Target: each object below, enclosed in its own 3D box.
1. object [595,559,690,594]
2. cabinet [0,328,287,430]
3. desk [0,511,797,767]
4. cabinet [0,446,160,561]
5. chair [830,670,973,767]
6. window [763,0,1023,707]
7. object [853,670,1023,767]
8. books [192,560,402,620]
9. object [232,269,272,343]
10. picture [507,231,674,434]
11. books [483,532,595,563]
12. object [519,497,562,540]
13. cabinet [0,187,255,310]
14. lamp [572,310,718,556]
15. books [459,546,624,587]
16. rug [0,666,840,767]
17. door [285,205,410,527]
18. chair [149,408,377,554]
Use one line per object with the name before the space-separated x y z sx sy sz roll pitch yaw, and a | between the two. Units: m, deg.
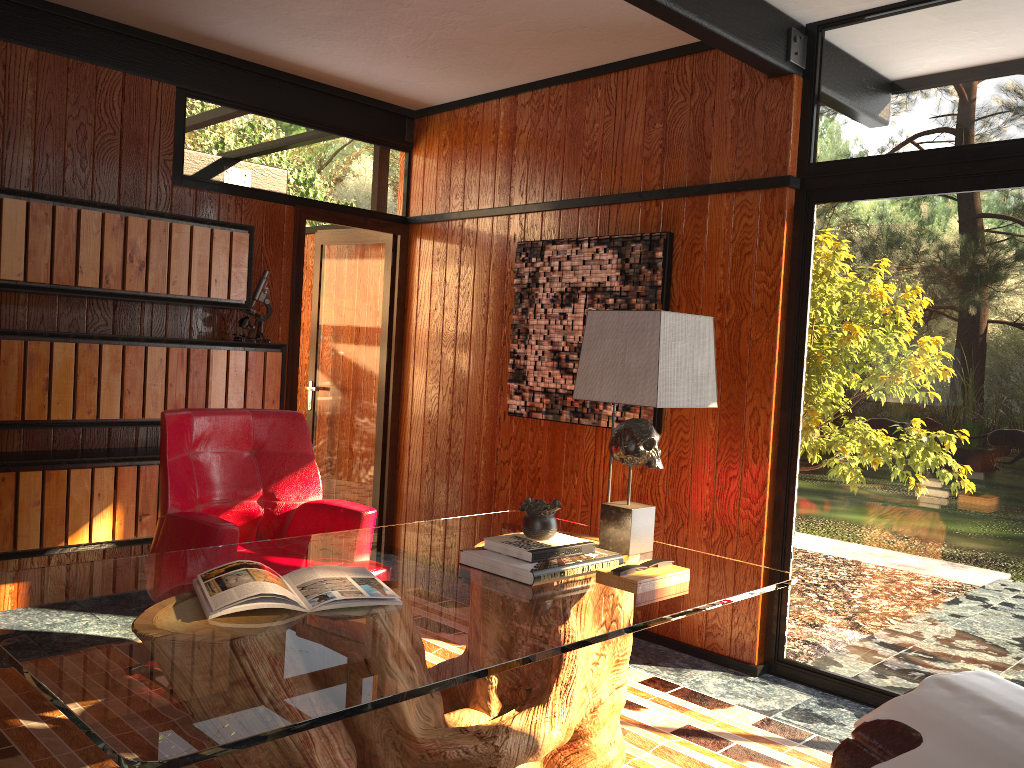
object | 0.350 0.502 2.358 0.238 0.049 0.135 1 3 -45
cabinet | -1.782 -0.020 3.807 1.653 0.390 0.321 1 3 -45
desk | -0.258 0.811 2.281 1.900 0.632 1.150 1 3 -45
cabinet | -1.952 0.490 3.685 1.653 0.390 0.321 1 3 -45
chair | 1.294 0.791 1.850 1.298 0.886 0.593 3 2 -17
window | 1.903 -0.054 2.763 0.085 2.580 2.260 1 3 -45
object | 1.167 0.921 1.791 0.897 0.489 0.713 4 2 13
books | -0.503 0.464 2.063 0.422 0.049 0.300 2 2 -26
object | -1.239 -0.378 4.259 0.181 0.354 0.142 3 2 -9
picture | 0.328 -0.247 4.131 0.061 0.873 0.916 1 3 -45
books | 0.076 0.452 2.483 0.249 0.029 0.198 1 3 -43
object | 0.078 0.380 2.498 0.118 0.114 0.121 5 3 39
cabinet | -1.892 -0.563 3.648 1.653 0.390 0.321 1 3 -45
lamp | 0.401 0.150 2.712 0.316 0.732 0.316 1 3 -45
books | 0.084 0.488 2.469 0.366 0.040 0.286 1 3 -45
rug | -0.492 1.089 2.777 2.439 0.042 2.410 1 3 -45
door | -1.170 0.028 5.156 0.751 1.955 0.734 1 3 -45
chair | -0.905 0.587 3.093 0.839 0.956 0.621 5 3 45
